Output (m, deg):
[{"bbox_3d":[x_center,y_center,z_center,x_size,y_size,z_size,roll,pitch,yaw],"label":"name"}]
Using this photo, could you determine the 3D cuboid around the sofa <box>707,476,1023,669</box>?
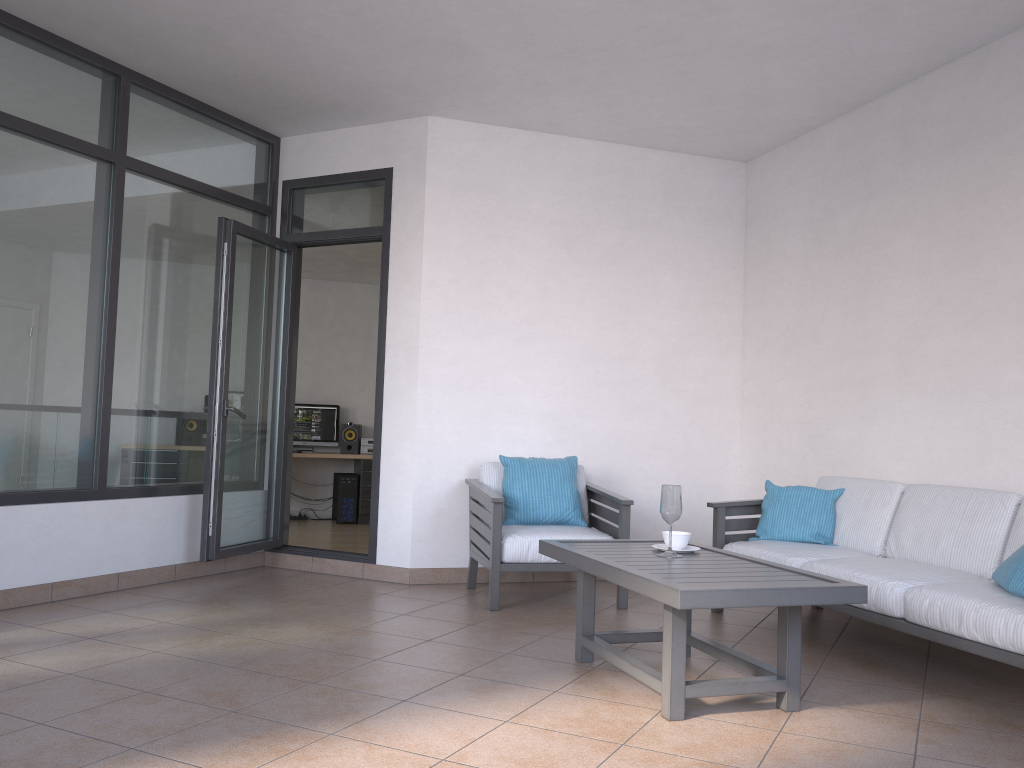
[{"bbox_3d":[1.798,0.844,4.014,0.807,0.765,2.161,3,-3,-18],"label":"sofa"}]

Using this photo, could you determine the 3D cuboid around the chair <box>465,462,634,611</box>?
[{"bbox_3d":[0.181,0.850,5.151,0.797,0.765,0.807,3,-3,-13],"label":"chair"}]

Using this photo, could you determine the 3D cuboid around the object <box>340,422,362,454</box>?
[{"bbox_3d":[-1.805,0.602,9.959,0.198,0.354,0.249,2,-3,-3],"label":"object"}]

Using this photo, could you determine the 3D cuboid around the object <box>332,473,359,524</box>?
[{"bbox_3d":[-1.830,1.252,9.737,0.215,0.527,0.474,3,-3,-18],"label":"object"}]

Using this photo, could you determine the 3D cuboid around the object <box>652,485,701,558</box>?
[{"bbox_3d":[0.664,0.559,3.705,0.203,0.284,0.337,0,-4,32],"label":"object"}]

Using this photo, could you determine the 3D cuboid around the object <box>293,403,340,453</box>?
[{"bbox_3d":[-2.287,0.488,9.845,0.716,0.535,0.190,3,-3,-13],"label":"object"}]

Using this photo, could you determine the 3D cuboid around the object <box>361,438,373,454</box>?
[{"bbox_3d":[-1.543,0.701,9.978,0.285,0.174,0.270,2,-3,-3],"label":"object"}]

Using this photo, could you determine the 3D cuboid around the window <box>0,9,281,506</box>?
[{"bbox_3d":[-2.817,-0.649,3.810,0.170,2.402,5.002,0,-4,27],"label":"window"}]

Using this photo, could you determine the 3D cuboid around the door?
[{"bbox_3d":[-1.333,-0.153,5.504,0.905,2.500,0.924,0,-4,27],"label":"door"}]

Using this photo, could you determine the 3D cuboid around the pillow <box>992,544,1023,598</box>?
[{"bbox_3d":[2.010,0.643,3.293,0.377,0.370,0.543,1,-3,22],"label":"pillow"}]

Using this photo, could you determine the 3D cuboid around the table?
[{"bbox_3d":[0.647,0.918,3.437,0.710,0.473,1.260,3,-3,-18],"label":"table"}]
